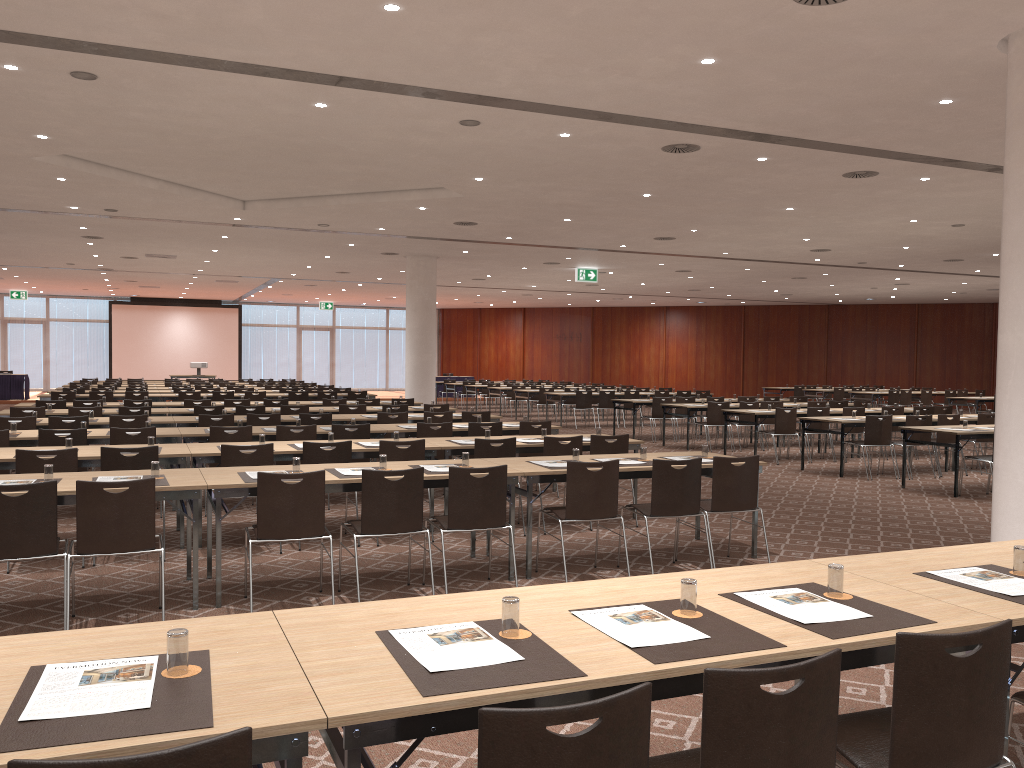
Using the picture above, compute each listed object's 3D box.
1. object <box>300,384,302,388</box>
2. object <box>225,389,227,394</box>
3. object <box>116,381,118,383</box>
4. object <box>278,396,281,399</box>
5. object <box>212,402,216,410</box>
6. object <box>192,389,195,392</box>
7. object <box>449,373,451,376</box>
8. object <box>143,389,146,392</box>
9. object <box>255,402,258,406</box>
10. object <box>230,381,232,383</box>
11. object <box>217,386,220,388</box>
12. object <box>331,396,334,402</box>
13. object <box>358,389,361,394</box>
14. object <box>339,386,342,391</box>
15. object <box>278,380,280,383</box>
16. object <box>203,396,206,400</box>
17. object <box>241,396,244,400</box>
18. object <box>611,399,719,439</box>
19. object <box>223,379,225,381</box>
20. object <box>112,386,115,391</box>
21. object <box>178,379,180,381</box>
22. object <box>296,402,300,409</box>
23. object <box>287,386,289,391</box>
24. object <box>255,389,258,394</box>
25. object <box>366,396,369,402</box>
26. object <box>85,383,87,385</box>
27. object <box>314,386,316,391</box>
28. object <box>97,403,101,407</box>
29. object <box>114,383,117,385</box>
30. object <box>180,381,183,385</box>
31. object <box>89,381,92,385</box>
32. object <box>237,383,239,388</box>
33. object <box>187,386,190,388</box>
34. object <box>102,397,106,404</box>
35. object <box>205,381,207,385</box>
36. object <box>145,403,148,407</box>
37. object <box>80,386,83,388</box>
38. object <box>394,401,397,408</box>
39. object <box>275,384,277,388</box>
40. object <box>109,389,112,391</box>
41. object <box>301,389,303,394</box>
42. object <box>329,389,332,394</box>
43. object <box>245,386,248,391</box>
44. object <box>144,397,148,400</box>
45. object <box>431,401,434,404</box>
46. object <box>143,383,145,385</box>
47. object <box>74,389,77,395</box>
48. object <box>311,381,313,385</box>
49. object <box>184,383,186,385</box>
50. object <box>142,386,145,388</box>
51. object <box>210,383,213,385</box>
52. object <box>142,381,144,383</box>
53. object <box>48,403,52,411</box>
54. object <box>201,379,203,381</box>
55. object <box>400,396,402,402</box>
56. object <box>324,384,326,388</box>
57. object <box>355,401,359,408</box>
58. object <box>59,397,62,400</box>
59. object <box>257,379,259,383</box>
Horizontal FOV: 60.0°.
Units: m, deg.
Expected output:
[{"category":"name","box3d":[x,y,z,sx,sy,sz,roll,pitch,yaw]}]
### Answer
[{"category":"object","box3d":[-5.654,0.046,23.732,0.054,0.114,0.054,1,2,11]},{"category":"object","box3d":[-6.185,0.169,19.170,0.054,0.114,0.054,2,3,33]},{"category":"object","box3d":[-10.597,-0.022,23.813,0.054,0.114,0.054,1,2,11]},{"category":"object","box3d":[-4.239,0.280,16.188,0.054,0.114,0.054,-1,3,-34]},{"category":"object","box3d":[-4.661,0.341,13.855,0.054,0.114,0.054,1,2,11]},{"category":"object","box3d":[-6.785,0.168,18.907,0.054,0.114,0.054,2,3,33]},{"category":"object","box3d":[-2.466,-0.367,35.194,0.054,0.114,0.054,0,2,-12]},{"category":"object","box3d":[-7.680,0.167,18.534,0.054,0.114,0.054,1,2,11]},{"category":"object","box3d":[-4.064,0.341,14.101,0.054,0.114,0.054,1,2,11]},{"category":"object","box3d":[-7.915,-0.019,24.943,0.054,0.114,0.054,1,2,11]},{"category":"object","box3d":[-6.956,0.106,21.007,0.054,0.114,0.054,2,3,33]},{"category":"object","box3d":[-3.346,0.281,16.568,0.054,0.114,0.054,0,2,-12]},{"category":"object","box3d":[-3.490,0.173,20.292,0.054,0.114,0.054,2,3,33]},{"category":"object","box3d":[-4.279,0.110,22.134,0.054,0.114,0.054,2,3,33]},{"category":"object","box3d":[-7.201,-0.080,27.412,0.054,0.114,0.054,1,2,11]},{"category":"object","box3d":[-5.436,0.278,15.694,0.054,0.114,0.054,-1,3,-34]},{"category":"object","box3d":[-4.845,0.279,15.937,0.054,0.114,0.054,-1,3,-34]},{"category":"object","box3d":[3.386,0.765,19.461,2.267,0.833,0.953,0,2,-23]},{"category":"object","box3d":[-8.686,-0.081,26.785,0.054,0.114,0.054,1,2,11]},{"category":"object","box3d":[-9.051,0.104,20.128,0.054,0.114,0.054,2,3,33]},{"category":"object","box3d":[-9.883,-0.083,26.294,0.054,0.114,0.054,1,2,11]},{"category":"object","box3d":[-3.463,0.342,14.349,0.054,0.114,0.054,1,2,11]},{"category":"object","box3d":[-5.467,0.108,21.628,0.054,0.114,0.054,1,2,11]},{"category":"object","box3d":[-5.593,0.170,19.415,0.054,0.114,0.054,2,3,33]},{"category":"object","box3d":[-2.744,0.281,16.830,0.054,0.114,0.054,1,2,11]},{"category":"object","box3d":[-10.429,0.040,21.717,0.054,0.114,0.054,2,3,33]},{"category":"object","box3d":[-4.866,0.109,21.893,0.054,0.114,0.054,1,2,11]},{"category":"object","box3d":[-6.160,0.339,13.224,0.054,0.114,0.054,0,2,-12]},{"category":"object","box3d":[-9.830,0.040,21.983,0.054,0.114,0.054,1,2,11]},{"category":"object","box3d":[-9.109,-0.020,24.443,0.054,0.114,0.054,1,2,11]},{"category":"object","box3d":[-11.196,-0.023,23.563,0.054,0.114,0.054,2,3,33]},{"category":"object","box3d":[-7.147,0.044,23.101,0.054,0.114,0.054,1,2,11]},{"category":"object","box3d":[-7.570,0.105,20.759,0.054,0.114,0.054,2,3,33]},{"category":"object","box3d":[-6.927,0.276,15.064,0.054,0.114,0.054,0,2,-12]},{"category":"object","box3d":[-8.523,-0.020,24.692,0.054,0.114,0.054,1,2,11]},{"category":"object","box3d":[-5.551,0.340,13.468,0.054,0.114,0.054,0,2,-12]},{"category":"object","box3d":[-9.659,0.102,19.886,0.054,0.114,0.054,2,3,33]},{"category":"object","box3d":[-1.966,0.344,14.972,0.054,0.114,0.054,2,3,33]},{"category":"object","box3d":[-6.239,0.045,23.485,0.054,0.114,0.054,1,2,11]},{"category":"object","box3d":[-8.288,0.166,18.295,0.054,0.114,0.054,1,2,11]},{"category":"object","box3d":[-4.693,0.171,19.798,0.054,0.114,0.054,1,2,11]},{"category":"object","box3d":[-4.103,0.172,20.040,0.054,0.114,0.054,1,2,11]},{"category":"object","box3d":[-6.365,0.107,21.259,0.054,0.114,0.054,2,3,33]},{"category":"object","box3d":[-6.328,0.277,15.324,0.054,0.114,0.054,1,2,11]},{"category":"object","box3d":[-1.363,0.345,15.226,0.054,0.114,0.054,1,2,11]},{"category":"object","box3d":[-9.227,0.041,22.226,0.054,0.114,0.054,1,2,11]},{"category":"object","box3d":[-8.891,0.165,18.044,0.054,0.114,0.054,2,3,33]},{"category":"object","box3d":[-5.815,-0.016,25.823,0.054,0.114,0.054,2,3,33]},{"category":"object","box3d":[-8.335,0.043,22.595,0.054,0.114,0.054,1,2,11]},{"category":"object","box3d":[-8.469,0.104,20.382,0.054,0.114,0.054,2,3,33]},{"category":"object","box3d":[-7.741,0.043,22.841,0.054,0.114,0.054,1,2,11]},{"category":"object","box3d":[-10.017,-0.022,24.073,0.054,0.114,0.054,1,2,11]},{"category":"object","box3d":[-6.764,0.338,12.976,0.054,0.114,0.054,1,2,11]},{"category":"object","box3d":[-9.282,-0.082,26.540,0.054,0.114,0.054,1,2,11]},{"category":"object","box3d":[-2.139,0.282,17.079,0.054,0.114,0.054,-1,3,-34]},{"category":"object","box3d":[-5.050,0.047,23.974,0.054,0.114,0.054,2,3,33]},{"category":"object","box3d":[-2.571,0.343,14.725,0.054,0.114,0.054,2,3,33]},{"category":"object","box3d":[-7.535,0.275,14.803,0.054,0.114,0.054,-1,3,-34]},{"category":"object","box3d":[-7.792,-0.080,27.165,0.054,0.114,0.054,1,2,11]}]
